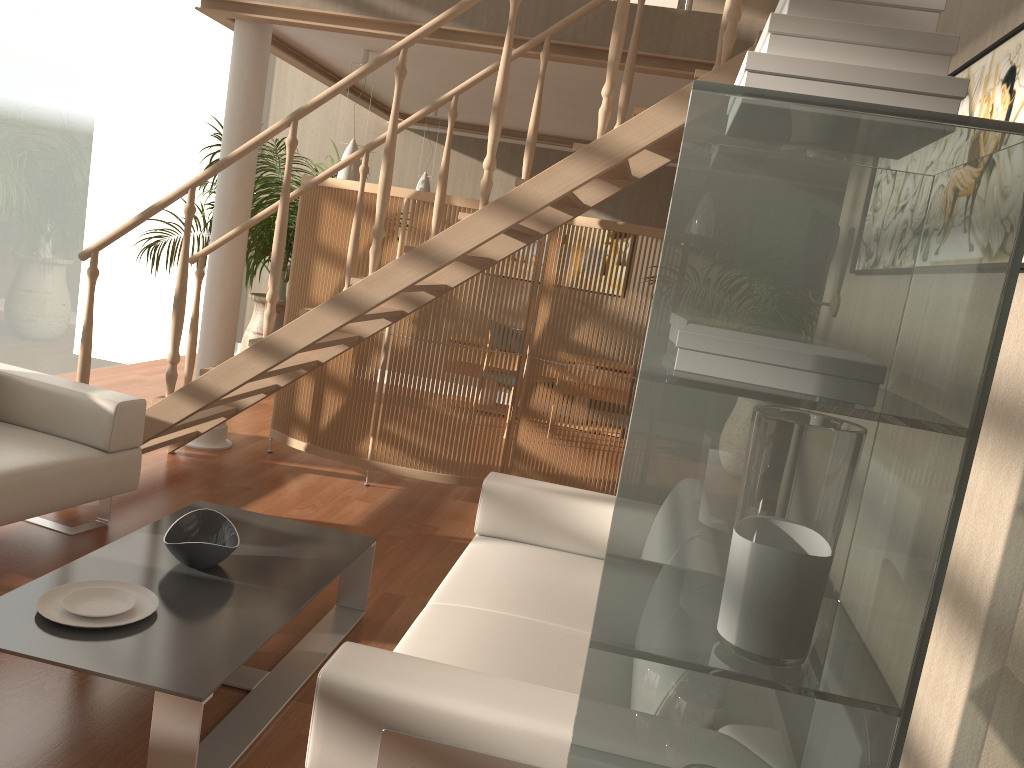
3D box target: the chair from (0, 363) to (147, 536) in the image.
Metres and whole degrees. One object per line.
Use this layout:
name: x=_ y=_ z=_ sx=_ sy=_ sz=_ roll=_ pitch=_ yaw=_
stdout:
chair: x=-2.077 y=0.209 z=3.370 sx=0.905 sy=0.740 sz=0.900 roll=12 pitch=9 yaw=18

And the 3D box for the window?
window: x=-2.846 y=-2.471 z=6.623 sx=0.020 sy=5.200 sz=3.340 roll=11 pitch=8 yaw=8

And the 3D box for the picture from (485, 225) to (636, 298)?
picture: x=0.422 y=-1.206 z=8.037 sx=1.317 sy=0.633 sz=0.010 roll=11 pitch=8 yaw=8

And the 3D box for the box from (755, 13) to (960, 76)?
box: x=0.394 y=-0.379 z=1.062 sx=0.200 sy=0.047 sz=0.200 roll=11 pitch=8 yaw=8

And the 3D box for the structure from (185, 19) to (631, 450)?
structure: x=1.857 y=-0.107 z=3.685 sx=10.775 sy=2.533 sz=8.342 roll=11 pitch=8 yaw=8

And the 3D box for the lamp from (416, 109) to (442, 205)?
lamp: x=-0.685 y=-1.878 z=7.257 sx=0.139 sy=0.800 sz=0.139 roll=7 pitch=9 yaw=-17

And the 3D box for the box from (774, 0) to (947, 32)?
box: x=0.400 y=-0.426 z=1.055 sx=0.168 sy=0.047 sz=0.168 roll=11 pitch=8 yaw=8

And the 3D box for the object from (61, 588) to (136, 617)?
object: x=-1.089 y=0.582 z=2.337 sx=0.178 sy=0.020 sz=0.178 roll=2 pitch=11 yaw=-42

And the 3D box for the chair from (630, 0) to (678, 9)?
chair: x=0.949 y=-2.534 z=6.425 sx=0.430 sy=0.796 sz=0.496 roll=12 pitch=9 yaw=18

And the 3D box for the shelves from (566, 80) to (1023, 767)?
shelves: x=0.267 y=0.472 z=1.200 sx=0.403 sy=1.600 sz=0.400 roll=11 pitch=8 yaw=8

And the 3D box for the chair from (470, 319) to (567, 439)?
chair: x=0.050 y=-0.043 z=7.096 sx=0.509 sy=0.856 sz=0.582 roll=2 pitch=11 yaw=-41

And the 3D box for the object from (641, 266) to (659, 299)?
object: x=1.993 y=-0.192 z=6.771 sx=2.157 sy=2.304 sz=2.109 roll=9 pitch=8 yaw=-3

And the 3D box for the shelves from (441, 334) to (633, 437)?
shelves: x=0.206 y=0.009 z=7.776 sx=1.600 sy=0.590 sz=0.658 roll=11 pitch=8 yaw=8

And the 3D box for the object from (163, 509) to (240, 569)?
object: x=-0.958 y=0.494 z=2.738 sx=0.223 sy=0.125 sz=0.317 roll=6 pitch=9 yaw=-20

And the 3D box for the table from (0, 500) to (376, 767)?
table: x=-0.959 y=0.715 z=2.684 sx=0.700 sy=0.293 sz=1.260 roll=11 pitch=8 yaw=8

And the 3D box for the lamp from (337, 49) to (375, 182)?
lamp: x=-0.967 y=-1.674 z=5.535 sx=0.139 sy=0.800 sz=0.139 roll=13 pitch=9 yaw=22

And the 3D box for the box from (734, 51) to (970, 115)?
box: x=0.385 y=-0.333 z=1.067 sx=0.232 sy=0.047 sz=0.232 roll=11 pitch=8 yaw=8

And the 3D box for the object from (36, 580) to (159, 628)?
object: x=-1.089 y=0.584 z=2.338 sx=0.294 sy=0.020 sz=0.294 roll=6 pitch=9 yaw=-20

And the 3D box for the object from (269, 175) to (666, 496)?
object: x=-0.282 y=-0.221 z=4.836 sx=2.229 sy=1.542 sz=0.233 roll=11 pitch=8 yaw=13

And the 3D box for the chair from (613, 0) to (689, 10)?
chair: x=0.835 y=-2.381 z=5.255 sx=0.430 sy=0.796 sz=0.496 roll=10 pitch=8 yaw=3

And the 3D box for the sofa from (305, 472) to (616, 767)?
sofa: x=0.182 y=0.712 z=2.474 sx=0.905 sy=0.740 sz=1.781 roll=11 pitch=8 yaw=8

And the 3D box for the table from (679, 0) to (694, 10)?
table: x=0.306 y=-2.561 z=6.097 sx=1.800 sy=0.740 sz=0.900 roll=11 pitch=8 yaw=8

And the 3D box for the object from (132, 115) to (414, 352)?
object: x=-1.940 y=-0.925 z=7.349 sx=2.109 sy=2.304 sz=2.157 roll=9 pitch=8 yaw=1

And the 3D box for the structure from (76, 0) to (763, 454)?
structure: x=-0.208 y=-1.034 z=4.040 sx=3.150 sy=3.578 sz=1.000 roll=11 pitch=8 yaw=8

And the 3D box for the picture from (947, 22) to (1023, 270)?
picture: x=1.027 y=-0.510 z=2.119 sx=0.018 sy=0.487 sz=1.531 roll=11 pitch=8 yaw=8
